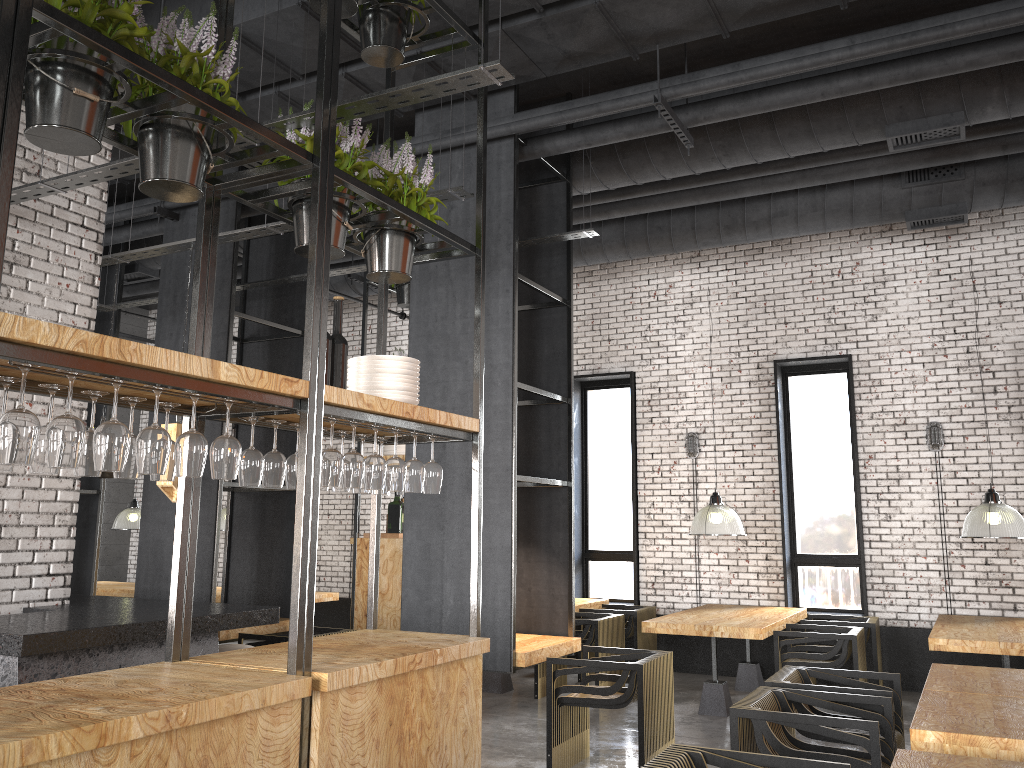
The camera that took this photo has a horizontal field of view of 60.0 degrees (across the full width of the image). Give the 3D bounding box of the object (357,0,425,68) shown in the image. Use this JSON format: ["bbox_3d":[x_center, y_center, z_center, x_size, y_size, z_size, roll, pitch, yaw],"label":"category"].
[{"bbox_3d":[-0.637,-1.881,4.400,0.416,0.561,0.466,8,-13,-37],"label":"object"}]

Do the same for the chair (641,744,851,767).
[{"bbox_3d":[0.754,1.663,2.894,0.638,0.733,0.655,-4,-11,26],"label":"chair"}]

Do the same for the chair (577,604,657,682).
[{"bbox_3d":[1.096,2.691,9.189,0.638,0.733,0.655,-4,-11,25],"label":"chair"}]

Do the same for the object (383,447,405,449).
[{"bbox_3d":[-1.120,0.659,8.852,0.334,0.040,0.333,2,-9,-9],"label":"object"}]

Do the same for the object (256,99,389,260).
[{"bbox_3d":[-0.825,-0.835,3.835,0.416,0.561,0.466,-7,-12,35],"label":"object"}]

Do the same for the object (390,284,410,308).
[{"bbox_3d":[-1.094,-1.089,9.288,0.416,0.561,0.465,0,-10,2],"label":"object"}]

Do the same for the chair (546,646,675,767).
[{"bbox_3d":[0.643,2.122,5.715,0.638,0.733,0.655,-4,-11,26],"label":"chair"}]

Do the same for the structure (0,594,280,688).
[{"bbox_3d":[-4.868,1.483,4.379,5.872,1.539,4.298,-4,-11,27],"label":"structure"}]

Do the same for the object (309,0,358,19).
[{"bbox_3d":[-0.783,-1.950,3.980,0.416,0.561,0.465,0,-10,0],"label":"object"}]

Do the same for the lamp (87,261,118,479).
[{"bbox_3d":[-2.525,-0.115,5.538,0.127,1.400,0.127,-5,-12,27],"label":"lamp"}]

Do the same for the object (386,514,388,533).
[{"bbox_3d":[-1.239,1.423,8.931,0.056,0.250,0.055,-3,-11,19],"label":"object"}]

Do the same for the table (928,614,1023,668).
[{"bbox_3d":[3.977,2.357,7.126,0.999,0.766,2.110,-5,-11,27],"label":"table"}]

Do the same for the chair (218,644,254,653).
[{"bbox_3d":[-1.795,2.014,5.432,0.439,0.808,0.479,0,-10,1],"label":"chair"}]

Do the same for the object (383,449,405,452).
[{"bbox_3d":[-1.119,0.678,8.850,0.334,0.037,0.333,1,-9,-6],"label":"object"}]

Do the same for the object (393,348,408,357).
[{"bbox_3d":[-1.060,0.014,9.076,0.467,0.561,0.415,2,-10,-7],"label":"object"}]

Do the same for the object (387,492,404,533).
[{"bbox_3d":[-1.117,1.204,8.622,0.156,0.556,0.106,-5,-11,26],"label":"object"}]

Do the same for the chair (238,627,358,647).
[{"bbox_3d":[-1.665,2.292,6.856,0.638,0.733,0.655,-5,-11,29],"label":"chair"}]

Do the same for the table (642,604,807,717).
[{"bbox_3d":[2.022,2.506,8.121,0.999,0.766,2.110,-5,-11,27],"label":"table"}]

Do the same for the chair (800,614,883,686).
[{"bbox_3d":[3.051,2.540,8.183,0.638,0.733,0.655,-4,-11,24],"label":"chair"}]

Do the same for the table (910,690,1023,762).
[{"bbox_3d":[2.243,1.779,3.648,0.999,0.766,0.994,-5,-11,27],"label":"table"}]

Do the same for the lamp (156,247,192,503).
[{"bbox_3d":[-1.948,-0.084,5.230,0.127,1.552,0.127,-5,-12,27],"label":"lamp"}]

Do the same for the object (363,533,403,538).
[{"bbox_3d":[-1.171,1.494,8.724,0.411,0.050,0.410,-4,-10,26],"label":"object"}]

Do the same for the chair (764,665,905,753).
[{"bbox_3d":[1.790,1.992,4.867,0.638,0.733,0.655,-5,-11,26],"label":"chair"}]

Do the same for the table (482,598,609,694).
[{"bbox_3d":[0.145,2.648,9.076,0.999,0.766,2.110,-5,-11,27],"label":"table"}]

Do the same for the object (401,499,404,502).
[{"bbox_3d":[-1.083,1.312,8.701,0.107,0.369,0.070,-5,-11,26],"label":"object"}]

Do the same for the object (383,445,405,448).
[{"bbox_3d":[-1.120,0.640,8.856,0.334,0.039,0.333,1,-9,-6],"label":"object"}]

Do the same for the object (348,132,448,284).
[{"bbox_3d":[-0.570,-0.772,4.210,0.416,0.561,0.466,-3,-11,21],"label":"object"}]

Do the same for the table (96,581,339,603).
[{"bbox_3d":[-4.132,2.933,11.006,4.132,0.766,0.997,-4,-11,27],"label":"table"}]

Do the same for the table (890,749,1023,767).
[{"bbox_3d":[1.598,1.581,2.456,0.999,0.766,0.994,-5,-11,27],"label":"table"}]

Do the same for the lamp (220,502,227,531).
[{"bbox_3d":[-3.454,0.615,11.107,0.536,2.414,0.535,5,-11,-26],"label":"lamp"}]

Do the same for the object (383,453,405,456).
[{"bbox_3d":[-1.120,0.717,8.842,0.334,0.033,0.334,5,-10,-24],"label":"object"}]

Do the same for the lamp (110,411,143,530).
[{"bbox_3d":[-4.987,0.731,11.887,0.536,2.414,0.535,4,-11,-20],"label":"lamp"}]

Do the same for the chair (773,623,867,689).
[{"bbox_3d":[2.546,2.391,7.287,0.638,0.733,0.655,-4,-11,26],"label":"chair"}]

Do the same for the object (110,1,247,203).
[{"bbox_3d":[-1.196,-0.948,3.153,0.416,0.561,0.466,1,-10,-5],"label":"object"}]

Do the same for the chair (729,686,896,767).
[{"bbox_3d":[1.429,1.872,4.149,0.638,0.733,0.655,-5,-11,27],"label":"chair"}]

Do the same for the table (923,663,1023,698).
[{"bbox_3d":[2.703,1.925,4.524,0.999,0.766,0.994,-5,-11,27],"label":"table"}]

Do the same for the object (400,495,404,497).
[{"bbox_3d":[-1.125,1.019,9.075,0.101,0.268,0.100,5,-11,-26],"label":"object"}]

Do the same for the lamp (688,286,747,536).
[{"bbox_3d":[1.922,0.226,8.492,0.536,2.414,0.535,5,-11,-26],"label":"lamp"}]

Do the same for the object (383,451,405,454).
[{"bbox_3d":[-1.121,0.697,8.846,0.334,0.046,0.333,-1,-9,8],"label":"object"}]

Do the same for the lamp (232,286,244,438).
[{"bbox_3d":[-2.393,-0.100,7.739,0.108,1.605,0.108,3,-11,-16],"label":"lamp"}]

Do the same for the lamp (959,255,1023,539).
[{"bbox_3d":[3.958,0.072,7.456,0.536,2.414,0.535,5,-11,-26],"label":"lamp"}]

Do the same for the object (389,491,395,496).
[{"bbox_3d":[-1.192,0.997,8.946,0.101,0.268,0.100,5,-11,-26],"label":"object"}]

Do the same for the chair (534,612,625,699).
[{"bbox_3d":[0.636,2.538,8.270,0.638,0.733,0.655,-5,-11,27],"label":"chair"}]

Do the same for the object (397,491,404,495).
[{"bbox_3d":[-1.069,0.937,8.567,0.101,0.268,0.100,5,-11,-26],"label":"object"}]

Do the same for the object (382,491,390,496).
[{"bbox_3d":[-1.260,0.976,8.818,0.101,0.268,0.100,5,-11,-26],"label":"object"}]
